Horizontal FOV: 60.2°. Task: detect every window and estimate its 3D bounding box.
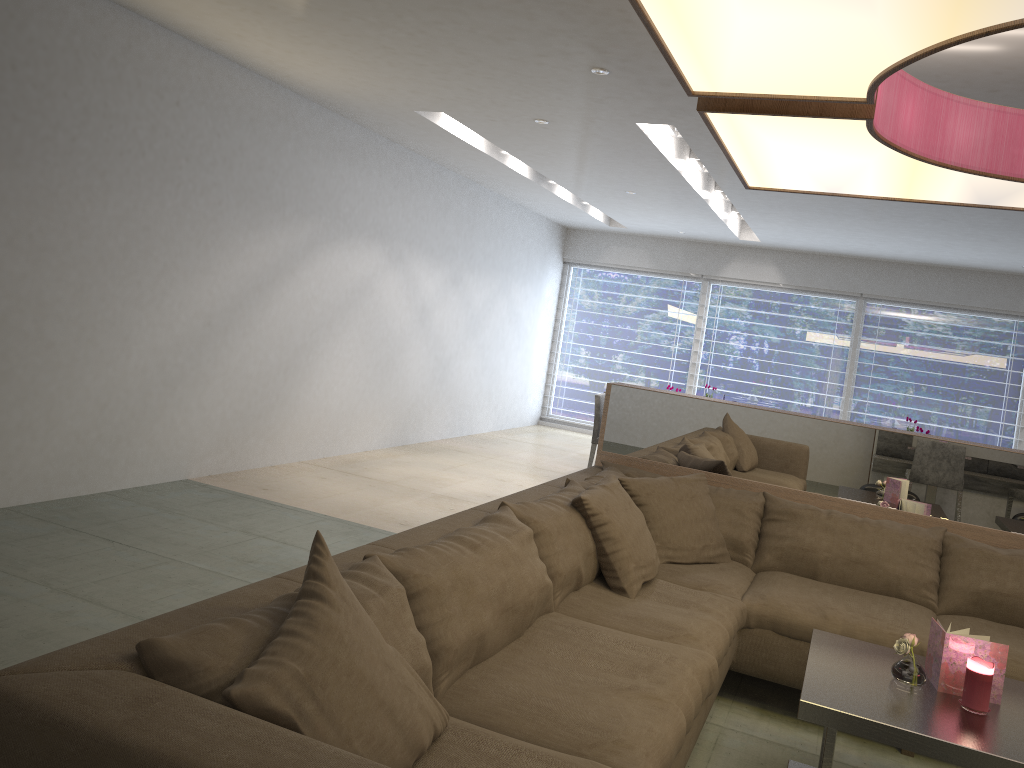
[{"bbox_3d":[3.809,0.012,9.983,7.131,2.073,0.158,10,0,22],"label":"window"}]

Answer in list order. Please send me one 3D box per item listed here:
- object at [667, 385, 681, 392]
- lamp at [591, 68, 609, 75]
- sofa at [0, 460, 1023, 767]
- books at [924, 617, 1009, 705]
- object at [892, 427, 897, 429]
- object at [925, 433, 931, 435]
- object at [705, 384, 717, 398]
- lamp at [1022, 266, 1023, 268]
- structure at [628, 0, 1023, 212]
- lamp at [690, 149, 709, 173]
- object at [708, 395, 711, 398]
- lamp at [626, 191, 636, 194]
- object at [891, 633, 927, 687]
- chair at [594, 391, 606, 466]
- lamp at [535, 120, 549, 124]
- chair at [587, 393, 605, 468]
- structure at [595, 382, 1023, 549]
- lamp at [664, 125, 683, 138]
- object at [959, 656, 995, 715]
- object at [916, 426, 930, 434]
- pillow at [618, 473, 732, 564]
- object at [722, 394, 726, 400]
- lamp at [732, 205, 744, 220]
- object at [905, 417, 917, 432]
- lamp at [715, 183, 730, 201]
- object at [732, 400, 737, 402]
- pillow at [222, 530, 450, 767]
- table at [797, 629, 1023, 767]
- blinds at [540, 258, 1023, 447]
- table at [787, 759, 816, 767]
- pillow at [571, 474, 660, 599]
[{"bbox_3d":[1.299,0.149,7.187,0.104,0.276,0.154,9,1,19],"label":"object"},{"bbox_3d":[0.430,-1.524,4.315,0.088,0.007,0.089,7,4,-23],"label":"lamp"},{"bbox_3d":[1.487,0.981,2.002,3.781,0.675,3.172,10,4,21],"label":"sofa"},{"bbox_3d":[1.224,0.760,2.396,0.142,0.164,0.259,8,3,-15],"label":"books"},{"bbox_3d":[3.603,0.481,8.352,0.053,0.139,0.053,8,0,-21],"label":"object"},{"bbox_3d":[3.871,0.528,8.244,0.053,0.139,0.053,8,0,-27],"label":"object"},{"bbox_3d":[1.912,0.144,8.574,0.104,0.276,0.154,9,1,19],"label":"object"},{"bbox_3d":[5.027,-1.140,8.632,0.088,0.007,0.089,7,4,-23],"label":"lamp"},{"bbox_3d":[1.655,-0.882,1.994,2.452,0.618,2.441,10,4,21],"label":"structure"},{"bbox_3d":[1.559,-1.747,6.958,0.227,0.101,0.487,10,4,21],"label":"lamp"},{"bbox_3d":[1.804,0.198,8.129,0.052,0.201,0.052,9,0,-14],"label":"object"},{"bbox_3d":[1.041,-1.671,7.725,0.088,0.007,0.089,7,4,-23],"label":"lamp"},{"bbox_3d":[1.086,0.751,2.417,0.101,0.129,0.095,9,1,5],"label":"object"},{"bbox_3d":[1.018,0.479,7.555,0.494,0.762,0.475,9,1,26],"label":"chair"},{"bbox_3d":[0.186,-1.647,5.554,0.088,0.007,0.089,7,4,-23],"label":"lamp"},{"bbox_3d":[0.879,0.493,7.044,0.494,0.762,0.476,9,1,16],"label":"chair"},{"bbox_3d":[2.150,0.799,3.594,3.788,1.008,0.223,10,0,22],"label":"structure"},{"bbox_3d":[1.141,-1.735,5.898,0.227,0.101,0.487,10,4,21],"label":"lamp"},{"bbox_3d":[1.204,0.777,2.285,0.075,0.128,0.076,8,1,-6],"label":"object"},{"bbox_3d":[3.006,0.452,6.498,0.104,0.276,0.154,9,1,19],"label":"object"},{"bbox_3d":[0.653,0.545,3.547,0.500,0.356,0.299,7,2,-36],"label":"pillow"},{"bbox_3d":[2.064,0.200,8.648,0.052,0.201,0.052,9,0,-14],"label":"object"},{"bbox_3d":[2.427,-1.771,9.164,0.227,0.101,0.487,10,4,21],"label":"lamp"},{"bbox_3d":[3.562,0.436,7.908,0.104,0.276,0.154,9,1,19],"label":"object"},{"bbox_3d":[2.020,-1.760,8.130,0.227,0.101,0.487,10,4,21],"label":"lamp"},{"bbox_3d":[2.230,0.237,8.906,0.053,0.139,0.053,8,0,-21],"label":"object"},{"bbox_3d":[-0.278,0.489,1.529,0.280,0.404,0.532,9,2,10],"label":"pillow"},{"bbox_3d":[1.099,1.030,2.354,0.660,0.412,0.656,10,3,21],"label":"table"},{"bbox_3d":[3.765,-0.015,9.889,7.125,2.044,0.045,10,0,22],"label":"blinds"},{"bbox_3d":[0.727,1.040,1.410,0.660,0.412,0.656,10,3,21],"label":"table"},{"bbox_3d":[0.376,0.530,3.136,0.313,0.339,0.493,9,3,16],"label":"pillow"}]
